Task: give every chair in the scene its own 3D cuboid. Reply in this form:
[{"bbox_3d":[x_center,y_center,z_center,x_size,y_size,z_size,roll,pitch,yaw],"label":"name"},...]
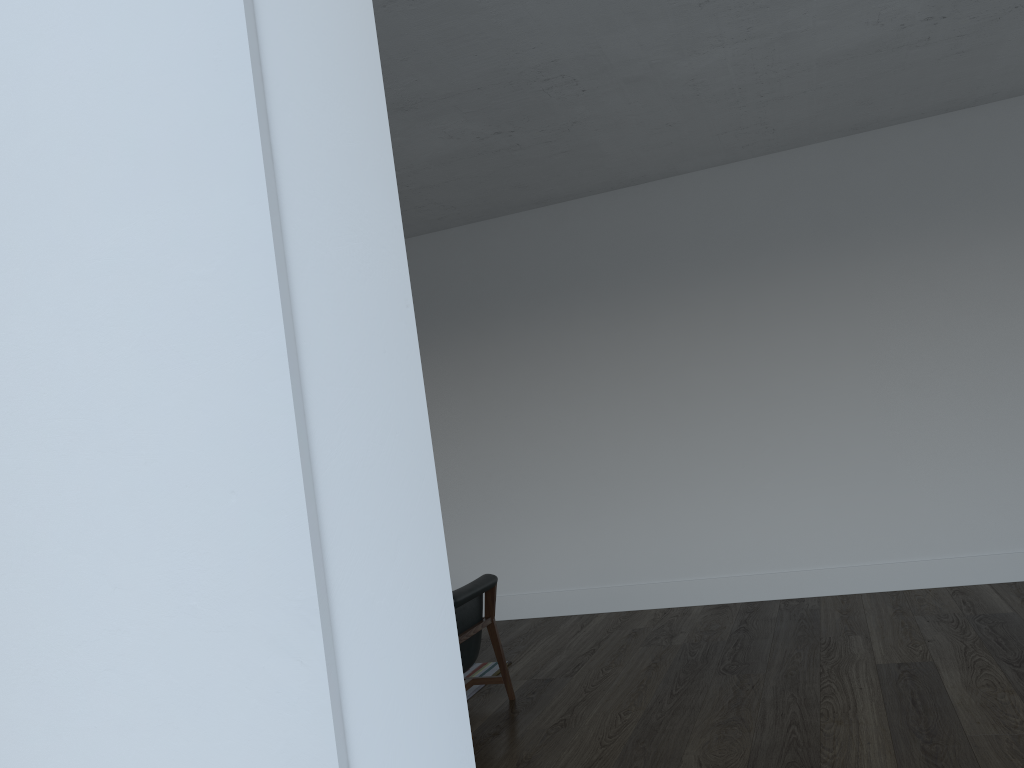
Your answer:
[{"bbox_3d":[-0.586,1.449,4.736,0.983,0.698,0.678,-9,-4,19],"label":"chair"}]

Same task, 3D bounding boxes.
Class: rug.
[{"bbox_3d":[-2.205,2.045,4.993,3.760,0.012,2.735,-9,-4,19],"label":"rug"}]
